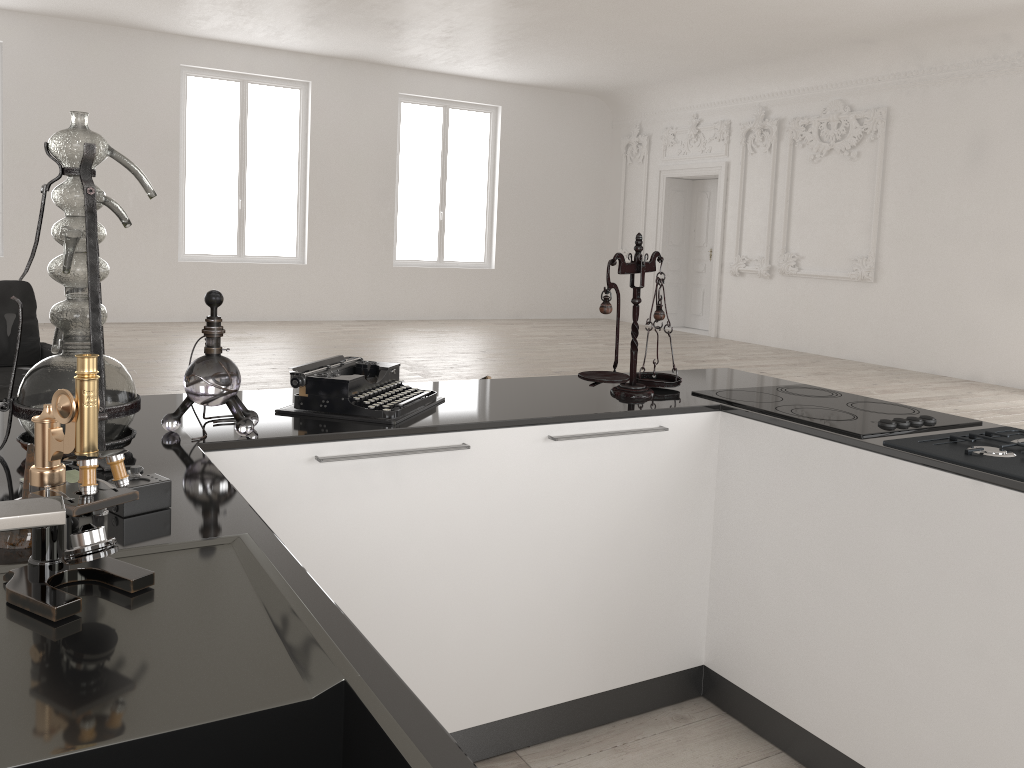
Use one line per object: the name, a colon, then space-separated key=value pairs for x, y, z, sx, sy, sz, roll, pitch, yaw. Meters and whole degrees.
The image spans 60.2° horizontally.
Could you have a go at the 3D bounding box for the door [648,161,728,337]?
door: x=2.957 y=-2.116 z=13.873 sx=0.655 sy=2.573 sz=1.574 roll=0 pitch=7 yaw=-30

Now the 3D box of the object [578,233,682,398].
object: x=0.376 y=-0.206 z=2.642 sx=0.168 sy=0.487 sz=0.515 roll=6 pitch=8 yaw=32

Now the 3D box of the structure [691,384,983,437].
structure: x=0.926 y=0.058 z=2.580 sx=0.507 sy=0.021 sz=0.633 roll=-3 pitch=11 yaw=-30

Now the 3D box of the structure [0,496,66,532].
structure: x=-0.412 y=0.062 z=0.506 sx=0.280 sy=0.577 sz=0.131 roll=-1 pitch=6 yaw=-30

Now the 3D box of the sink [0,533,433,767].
sink: x=-0.307 y=0.394 z=0.679 sx=0.485 sy=0.139 sz=1.175 roll=-3 pitch=11 yaw=-30

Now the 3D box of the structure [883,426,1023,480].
structure: x=1.322 y=0.193 z=1.895 sx=0.521 sy=0.014 sz=0.849 roll=-3 pitch=11 yaw=-30

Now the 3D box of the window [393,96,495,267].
window: x=-1.060 y=-3.152 z=14.002 sx=1.726 sy=2.561 sz=0.071 roll=-1 pitch=6 yaw=-30

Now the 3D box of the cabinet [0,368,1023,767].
cabinet: x=0.281 y=0.635 z=1.665 sx=2.708 sy=0.875 sz=2.483 roll=-3 pitch=10 yaw=-30

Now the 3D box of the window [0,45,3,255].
window: x=-7.059 y=-2.844 z=10.517 sx=1.726 sy=2.561 sz=0.071 roll=-1 pitch=6 yaw=-30

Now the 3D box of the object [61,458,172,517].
object: x=-0.674 y=0.149 z=1.521 sx=0.124 sy=0.045 sz=0.378 roll=-5 pitch=12 yaw=-41

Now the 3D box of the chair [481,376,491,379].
chair: x=-0.471 y=0.361 z=3.477 sx=0.782 sy=0.765 sz=0.635 roll=4 pitch=7 yaw=15

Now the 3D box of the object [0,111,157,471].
object: x=-0.827 y=-0.198 z=1.736 sx=0.319 sy=0.646 sz=0.296 roll=4 pitch=6 yaw=13

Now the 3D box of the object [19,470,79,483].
object: x=-0.758 y=0.169 z=1.502 sx=0.141 sy=0.004 sz=0.094 roll=10 pitch=12 yaw=39

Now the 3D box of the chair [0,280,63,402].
chair: x=-2.892 y=-0.052 z=4.736 sx=1.094 sy=0.956 sz=0.976 roll=10 pitch=10 yaw=44

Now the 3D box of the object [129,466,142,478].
object: x=-0.609 y=0.161 z=1.430 sx=0.017 sy=0.055 sz=0.017 roll=7 pitch=7 yaw=39

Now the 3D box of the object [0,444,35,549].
object: x=-0.682 y=0.150 z=1.252 sx=0.111 sy=0.131 sz=0.112 roll=-1 pitch=7 yaw=-25

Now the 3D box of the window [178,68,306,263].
window: x=-3.766 y=-3.013 z=12.430 sx=1.726 sy=2.561 sz=0.071 roll=-1 pitch=6 yaw=-30

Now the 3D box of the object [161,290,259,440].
object: x=-0.661 y=-0.054 z=1.946 sx=0.204 sy=0.310 sz=0.223 roll=-1 pitch=8 yaw=-32

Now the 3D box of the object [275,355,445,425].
object: x=-0.382 y=0.003 z=2.289 sx=0.317 sy=0.109 sz=0.386 roll=5 pitch=9 yaw=14

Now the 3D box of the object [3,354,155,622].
object: x=-0.535 y=0.106 z=1.070 sx=0.170 sy=0.289 sz=0.132 roll=6 pitch=7 yaw=29
